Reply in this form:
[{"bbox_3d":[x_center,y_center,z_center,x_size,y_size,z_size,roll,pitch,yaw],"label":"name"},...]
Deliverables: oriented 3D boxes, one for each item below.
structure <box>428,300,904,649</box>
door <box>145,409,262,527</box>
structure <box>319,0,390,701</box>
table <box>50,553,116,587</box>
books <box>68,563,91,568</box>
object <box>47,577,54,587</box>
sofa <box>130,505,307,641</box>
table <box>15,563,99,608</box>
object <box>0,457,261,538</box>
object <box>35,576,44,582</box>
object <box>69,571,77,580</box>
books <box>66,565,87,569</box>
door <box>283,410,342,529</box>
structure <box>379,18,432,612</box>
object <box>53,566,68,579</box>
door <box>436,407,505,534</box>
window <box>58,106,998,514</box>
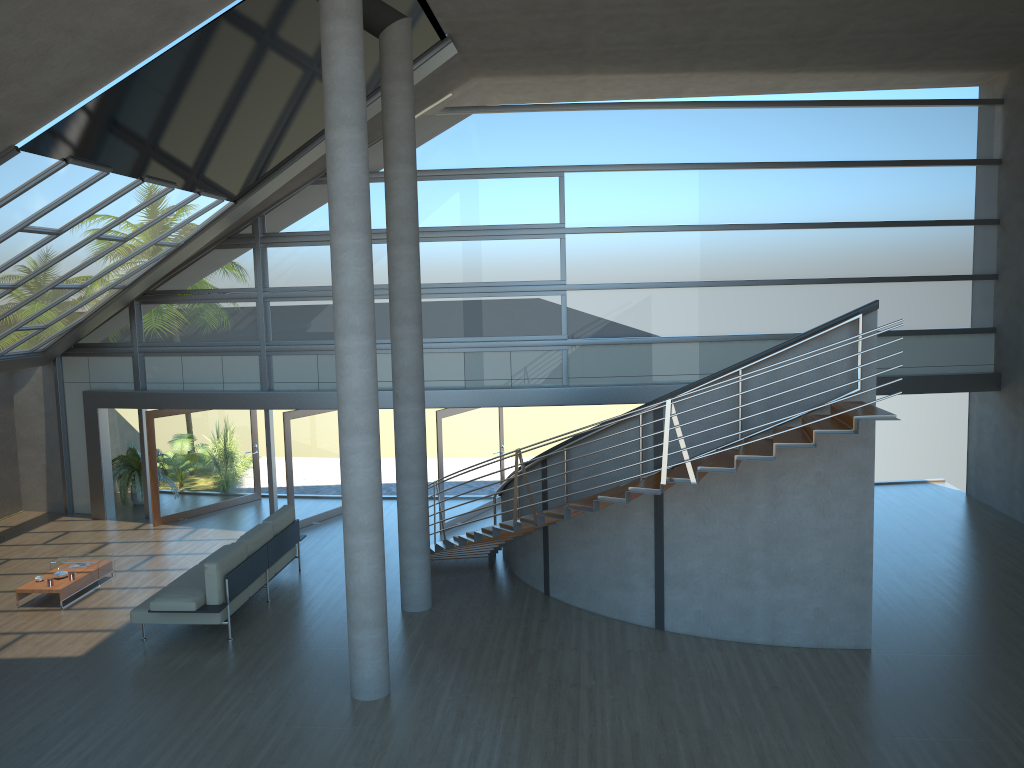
[{"bbox_3d":[0.939,0.929,10.147,6.809,3.653,2.349,4,8,43],"label":"structure"},{"bbox_3d":[-5.453,1.322,15.857,0.200,1.977,2.298,3,7,34],"label":"door"},{"bbox_3d":[-1.458,-0.562,8.214,0.381,7.125,0.382,-1,6,5],"label":"structure"},{"bbox_3d":[-5.862,2.539,12.124,0.680,0.342,0.400,-1,6,5],"label":"table"},{"bbox_3d":[-5.886,2.465,12.095,0.275,0.005,0.189,-3,6,-12],"label":"books"},{"bbox_3d":[-5.860,2.511,11.242,0.085,0.101,0.070,-1,6,4],"label":"object"},{"bbox_3d":[-3.634,2.303,11.223,1.166,0.947,3.079,-1,6,5],"label":"sofa"},{"bbox_3d":[-5.894,2.636,11.734,0.600,0.250,1.200,-1,6,5],"label":"table"},{"bbox_3d":[-10.293,2.353,12.188,7.863,0.982,21.345,-1,6,8],"label":"object"},{"bbox_3d":[-6.096,2.503,11.440,0.102,0.086,0.100,0,6,9],"label":"object"},{"bbox_3d":[-5.689,2.482,11.475,0.070,0.101,0.085,2,7,33],"label":"object"},{"bbox_3d":[-5.907,2.475,12.046,0.275,0.005,0.189,-3,6,-15],"label":"books"},{"bbox_3d":[-3.102,1.317,15.350,0.200,1.977,2.298,2,7,28],"label":"door"},{"bbox_3d":[-1.259,-0.810,10.518,0.381,7.125,0.382,-7,8,-41],"label":"structure"},{"bbox_3d":[-5.886,2.448,11.554,0.178,0.161,0.178,-7,8,-43],"label":"object"},{"bbox_3d":[-0.663,1.285,15.079,0.200,1.977,2.298,1,7,26],"label":"door"},{"bbox_3d":[0.110,-1.041,14.804,16.616,6.630,1.098,-1,6,3],"label":"window"}]
